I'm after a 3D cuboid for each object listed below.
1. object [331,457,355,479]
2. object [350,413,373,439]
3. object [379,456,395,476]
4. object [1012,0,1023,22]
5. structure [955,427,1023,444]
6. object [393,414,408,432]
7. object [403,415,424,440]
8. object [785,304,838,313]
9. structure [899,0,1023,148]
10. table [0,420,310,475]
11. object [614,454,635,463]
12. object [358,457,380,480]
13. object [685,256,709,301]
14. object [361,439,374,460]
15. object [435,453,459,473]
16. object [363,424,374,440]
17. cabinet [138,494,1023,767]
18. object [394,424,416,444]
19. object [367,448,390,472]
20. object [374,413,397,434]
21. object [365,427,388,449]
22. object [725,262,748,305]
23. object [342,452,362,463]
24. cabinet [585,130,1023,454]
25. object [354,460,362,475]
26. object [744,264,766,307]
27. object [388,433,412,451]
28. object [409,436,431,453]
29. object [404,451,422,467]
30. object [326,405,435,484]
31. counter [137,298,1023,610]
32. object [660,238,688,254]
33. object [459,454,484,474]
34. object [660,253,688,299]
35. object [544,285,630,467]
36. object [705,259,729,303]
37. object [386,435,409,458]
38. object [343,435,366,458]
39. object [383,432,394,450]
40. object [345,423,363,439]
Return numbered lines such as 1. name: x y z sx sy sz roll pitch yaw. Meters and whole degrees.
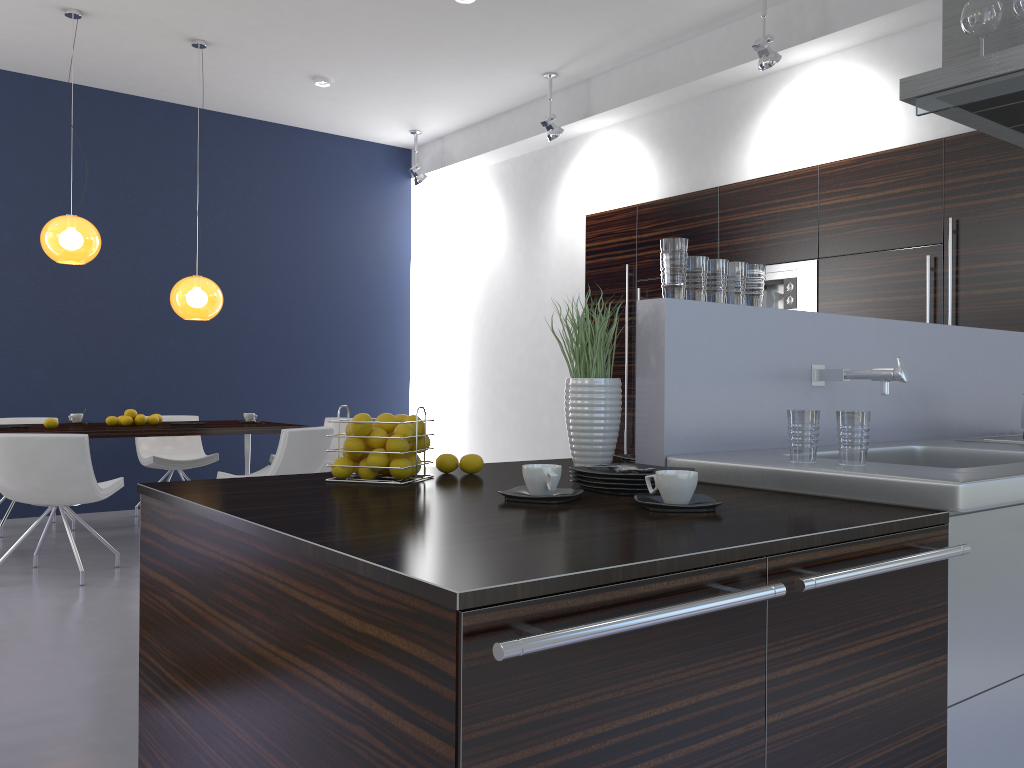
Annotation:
1. object: -0.394 0.196 2.070 0.053 0.052 0.062 0 0 2
2. object: -0.349 0.097 2.057 0.050 0.060 0.059 1 0 -38
3. object: -0.300 0.189 2.125 0.057 0.060 0.052 1 0 -32
4. object: 1.606 -1.114 2.722 0.125 0.221 0.125 0 0 -13
5. structure: 1.890 0.162 2.921 0.709 0.055 0.519 1 0 -38
6. object: -0.269 0.099 2.167 0.063 0.051 0.053 0 0 10
7. object: -0.234 0.104 2.127 0.057 0.060 0.052 0 0 41
8. object: 0.878 -0.014 2.892 0.269 0.502 0.247 1 0 -37
9. structure: 1.950 -1.486 2.862 0.981 1.231 0.915 1 0 -38
10. table: -2.576 0.675 6.049 2.046 0.783 1.127 1 0 -38
11. object: 0.440 0.223 2.636 0.232 0.020 0.232 1 0 -29
12. object: -0.335 0.198 2.077 0.050 0.055 0.061 0 0 8
13. object: 0.481 -0.272 2.334 0.072 0.119 0.071 0 0 2
14. object: -0.345 0.157 2.124 0.051 0.053 0.062 1 0 -30
15. object: -0.166 0.202 2.265 0.063 0.051 0.053 1 0 -34
16. object: -0.343 0.122 2.171 0.061 0.052 0.053 0 0 -24
17. cabinet: 0.854 0.664 2.479 3.285 0.852 1.377 1 0 -38
18. object: -0.250 0.116 2.076 0.053 0.051 0.063 0 0 8
19. object: -0.308 0.175 2.044 0.052 0.053 0.062 0 0 -1
20. object: -0.302 0.096 2.117 0.051 0.053 0.063 1 0 -36
21. object: -0.316 0.127 2.076 0.055 0.051 0.061 1 0 -43
22. object: 0.609 -0.271 2.432 0.072 0.119 0.071 0 0 2
23. object: -0.376 0.160 2.125 0.051 0.055 0.061 0 0 32
24. cabinet: 1.924 -0.147 6.130 0.669 2.500 3.600 1 0 -38
25. object: -0.365 0.196 2.152 0.051 0.053 0.063 1 0 -30
26. object: 0.673 -0.271 2.481 0.071 0.119 0.072 0 0 12
27. object: -0.269 0.141 2.113 0.064 0.053 0.051 1 0 -35
28. object: -0.229 0.143 2.155 0.063 0.051 0.053 0 0 21
29. object: -0.248 0.190 2.160 0.060 0.057 0.052 1 0 -36
30. object: -0.310 0.139 2.111 0.207 0.174 0.189 0 0 17
31. counter: 0.861 0.440 2.469 3.291 1.300 1.302 1 0 -38
32. object: 0.418 -0.312 2.285 0.072 0.119 0.071 0 0 2
33. object: -0.103 0.203 2.251 0.063 0.051 0.053 0 0 21
34. object: 0.417 -0.273 2.284 0.072 0.119 0.071 0 0 2
35. object: 0.188 -0.020 2.330 0.247 0.502 0.269 0 0 5
36. object: 0.545 -0.272 2.383 0.072 0.119 0.071 0 0 2
37. object: -0.263 0.144 2.036 0.053 0.055 0.060 0 0 6
38. object: -0.368 0.146 2.066 0.053 0.054 0.061 0 0 9
39. object: -0.290 0.144 2.166 0.052 0.053 0.062 0 0 24
40. object: -0.372 0.110 2.120 0.051 0.053 0.063 0 0 -25
